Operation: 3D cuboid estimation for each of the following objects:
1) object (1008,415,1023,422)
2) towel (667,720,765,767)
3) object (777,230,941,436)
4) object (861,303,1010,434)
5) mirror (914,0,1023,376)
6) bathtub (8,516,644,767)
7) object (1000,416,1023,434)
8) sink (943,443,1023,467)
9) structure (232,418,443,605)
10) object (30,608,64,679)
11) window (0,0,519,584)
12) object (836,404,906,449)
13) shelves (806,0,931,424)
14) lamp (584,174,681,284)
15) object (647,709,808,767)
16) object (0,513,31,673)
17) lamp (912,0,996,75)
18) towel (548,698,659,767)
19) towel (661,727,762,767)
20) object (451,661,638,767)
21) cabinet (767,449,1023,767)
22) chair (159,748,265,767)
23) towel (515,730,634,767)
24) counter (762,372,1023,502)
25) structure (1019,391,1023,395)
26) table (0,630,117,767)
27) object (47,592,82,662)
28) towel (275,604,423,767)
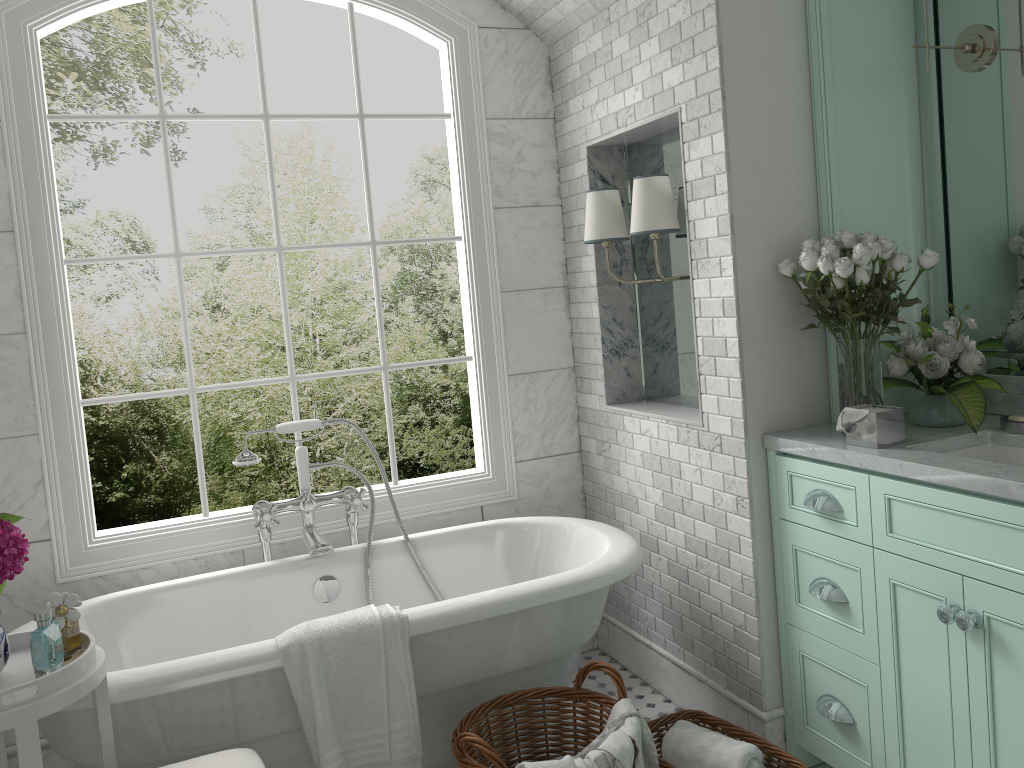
[{"bbox_3d":[1.515,0.103,2.634,0.051,0.022,0.077,-5,6,-2],"label":"object"},{"bbox_3d":[0.632,1.151,2.721,0.312,0.185,0.165,-1,6,37],"label":"towel"},{"bbox_3d":[1.088,-0.160,2.793,0.392,0.652,0.357,-6,4,-11],"label":"object"},{"bbox_3d":[1.362,-0.063,2.839,0.395,0.401,0.453,-7,5,-21],"label":"object"},{"bbox_3d":[1.694,-0.959,2.415,0.015,1.928,1.438,-6,5,-22],"label":"mirror"},{"bbox_3d":[-0.537,1.041,3.000,2.169,0.756,0.943,-7,6,-22],"label":"bathtub"},{"bbox_3d":[1.517,0.121,2.654,0.080,0.035,0.134,-5,6,-4],"label":"object"},{"bbox_3d":[1.416,0.251,2.360,0.347,0.079,0.603,-7,7,-22],"label":"sink"},{"bbox_3d":[-0.606,0.772,3.354,0.780,1.282,0.341,-6,4,-12],"label":"structure"},{"bbox_3d":[-1.115,0.618,2.122,0.058,0.153,0.086,-5,4,-2],"label":"object"},{"bbox_3d":[-0.933,-0.538,3.543,1.834,2.317,0.118,-7,4,-22],"label":"window"},{"bbox_3d":[1.062,0.123,2.640,0.147,0.112,0.136,-8,6,-27],"label":"object"},{"bbox_3d":[1.760,-0.852,1.759,0.465,2.117,2.813,-6,6,-22],"label":"shelves"},{"bbox_3d":[0.505,-0.579,3.404,0.309,0.382,0.548,-7,6,-22],"label":"lamp"},{"bbox_3d":[0.622,1.229,2.673,0.346,0.260,0.550,-8,7,-32],"label":"object"},{"bbox_3d":[-1.306,0.478,2.097,0.333,0.470,0.296,-7,5,-20],"label":"object"},{"bbox_3d":[1.347,-1.225,2.802,0.309,0.486,0.183,-7,5,-23],"label":"lamp"},{"bbox_3d":[0.165,1.154,2.442,0.460,0.468,0.384,-3,5,17],"label":"towel"},{"bbox_3d":[0.585,1.122,2.584,0.149,0.211,0.321,-9,7,-40],"label":"towel"},{"bbox_3d":[0.107,1.141,2.455,0.518,0.569,0.521,-4,5,9],"label":"object"},{"bbox_3d":[1.777,0.800,1.822,0.864,1.094,2.802,-7,6,-22],"label":"cabinet"},{"bbox_3d":[-0.733,1.234,2.093,0.372,0.601,0.367,-7,5,-22],"label":"chair"},{"bbox_3d":[0.141,1.141,2.367,0.400,0.437,0.484,-7,5,-21],"label":"towel"},{"bbox_3d":[1.742,0.167,1.789,0.825,0.180,2.812,-7,7,-22],"label":"counter"},{"bbox_3d":[1.547,0.085,2.571,0.083,0.121,0.157,-8,6,-38],"label":"structure"},{"bbox_3d":[-1.184,1.112,2.145,0.449,0.904,0.451,-2,5,30],"label":"table"},{"bbox_3d":[-1.116,0.600,2.223,0.085,0.167,0.097,-5,4,-1],"label":"object"},{"bbox_3d":[-0.482,0.896,2.591,0.375,0.462,0.454,-7,5,-20],"label":"towel"}]
